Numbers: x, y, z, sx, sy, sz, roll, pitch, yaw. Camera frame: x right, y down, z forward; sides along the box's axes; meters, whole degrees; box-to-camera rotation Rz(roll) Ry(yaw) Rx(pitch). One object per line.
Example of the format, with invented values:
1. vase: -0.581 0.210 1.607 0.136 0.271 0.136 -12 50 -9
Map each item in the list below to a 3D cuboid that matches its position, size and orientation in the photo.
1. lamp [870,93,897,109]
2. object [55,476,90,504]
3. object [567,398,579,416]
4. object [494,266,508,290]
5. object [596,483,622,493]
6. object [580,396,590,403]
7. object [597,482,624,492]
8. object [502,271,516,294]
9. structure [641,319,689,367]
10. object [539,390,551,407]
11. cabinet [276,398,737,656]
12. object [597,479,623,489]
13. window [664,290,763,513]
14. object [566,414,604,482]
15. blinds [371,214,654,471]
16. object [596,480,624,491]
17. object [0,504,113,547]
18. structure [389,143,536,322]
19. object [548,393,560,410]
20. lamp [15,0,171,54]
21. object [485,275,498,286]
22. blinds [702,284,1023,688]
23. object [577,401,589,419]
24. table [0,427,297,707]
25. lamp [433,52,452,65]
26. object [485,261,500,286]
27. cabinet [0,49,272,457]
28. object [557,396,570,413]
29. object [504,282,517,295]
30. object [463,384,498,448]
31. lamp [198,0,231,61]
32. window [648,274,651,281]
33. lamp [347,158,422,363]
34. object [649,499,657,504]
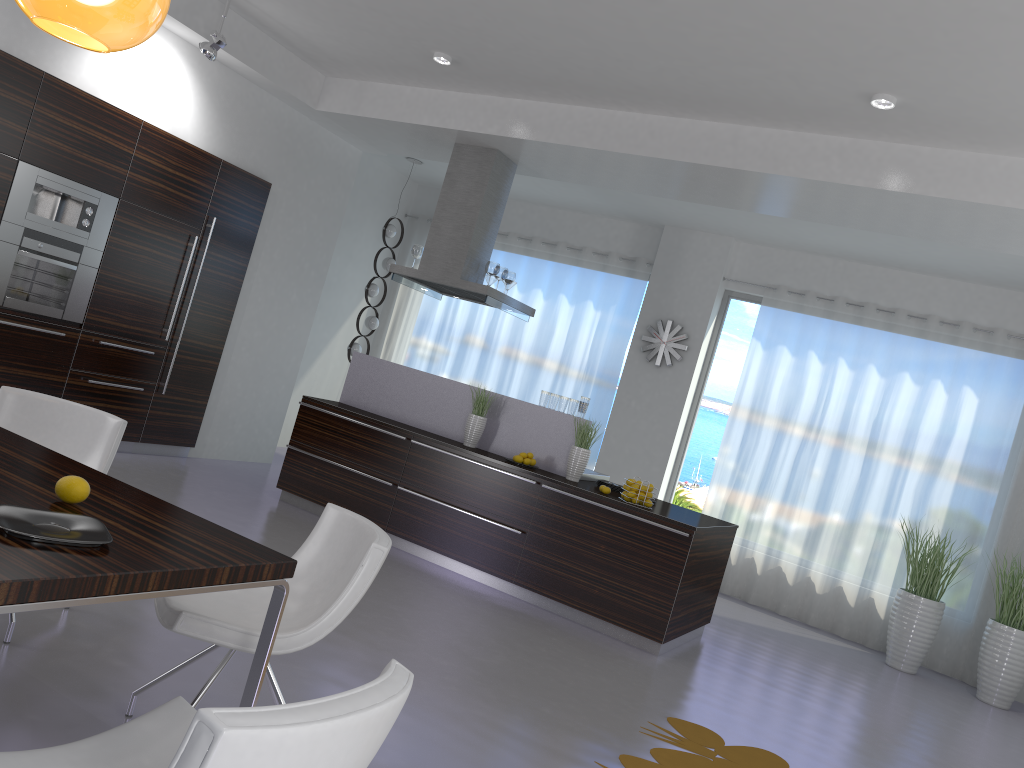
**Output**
1. lamp: 2.075 -1.578 4.953 0.132 0.035 0.132 16 0 0
2. object: -1.082 0.260 2.183 0.083 0.068 0.070 16 0 31
3. object: 0.450 0.173 6.586 0.071 0.119 0.072 16 0 -23
4. object: -0.110 -0.871 7.435 0.125 0.221 0.125 17 -1 -38
5. object: 0.742 0.776 6.558 0.232 0.020 0.232 16 0 36
6. object: 0.530 0.155 6.550 0.071 0.119 0.072 16 0 -23
7. object: 0.745 0.766 6.559 0.232 0.020 0.232 16 0 36
8. object: -0.047 -0.851 7.566 0.125 0.221 0.125 17 -1 -38
9. structure: 1.588 -0.427 9.244 0.505 0.505 0.076 16 0 27
10. object: 0.242 0.113 6.696 0.072 0.119 0.071 16 0 -13
11. cabinet: -0.096 0.988 6.861 3.285 0.852 1.377 16 0 27
12. object: 0.656 0.655 6.707 0.269 0.147 0.646 17 -1 -38
13. window: 3.200 0.582 8.688 3.000 2.500 0.100 16 0 27
14. object: 0.502 0.451 6.323 0.269 0.502 0.247 16 0 -20
15. blinds: -0.301 -0.232 10.263 3.245 3.112 0.120 16 0 27
16. object: 0.748 0.757 6.559 0.232 0.020 0.232 16 0 30
17. object: -0.995 0.311 1.921 0.232 0.020 0.232 17 0 -35
18. structure: -0.268 -1.305 7.685 0.981 1.231 0.915 16 0 27
19. object: 0.311 0.133 6.660 0.071 0.119 0.072 16 0 -23
20. lamp: -0.790 -1.594 2.058 0.358 1.645 0.359 16 0 38
21. object: -0.205 -0.870 7.894 0.137 0.174 0.137 16 0 -8
22. blinds: 3.353 0.819 8.327 2.830 3.112 0.120 16 0 27
23. object: 0.519 0.193 6.550 0.071 0.119 0.072 16 0 -23
24. table: -1.775 0.501 2.229 2.046 0.783 1.127 16 0 27
25. lamp: -0.494 -2.317 6.314 0.132 0.035 0.132 16 0 0
26. object: -0.178 -0.891 7.294 0.125 0.221 0.125 17 -1 -38
27. cabinet: -3.467 -0.857 6.258 0.669 2.500 3.600 16 0 27
28. object: 0.381 0.153 6.623 0.071 0.119 0.072 16 0 -23
29. object: -0.042 -0.824 7.808 0.137 0.174 0.137 16 0 -8
30. object: -0.271 0.229 6.705 0.269 0.502 0.247 16 0 27
31. lamp: -1.964 -2.498 6.060 0.171 0.511 0.605 16 0 -31
32. window: -0.012 -0.341 10.390 3.000 2.500 0.100 16 0 27
33. lamp: -1.413 -1.342 9.836 0.180 2.370 0.367 16 0 21
34. object: 0.981 0.820 6.448 0.153 0.069 0.153 16 0 1
